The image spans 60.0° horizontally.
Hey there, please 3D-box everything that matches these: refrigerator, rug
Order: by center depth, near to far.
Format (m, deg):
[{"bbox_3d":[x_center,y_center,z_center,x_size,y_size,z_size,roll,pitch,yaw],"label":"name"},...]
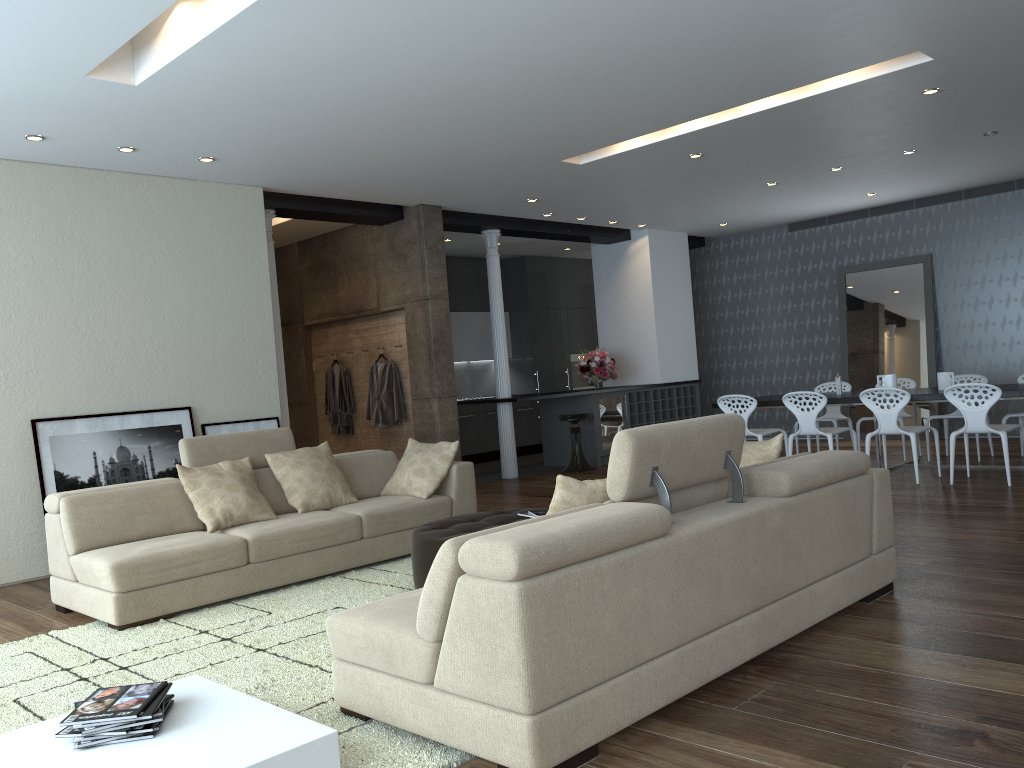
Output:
[{"bbox_3d":[-0.622,1.178,4.341,2.972,0.020,4.231,-4,0,45],"label":"rug"},{"bbox_3d":[1.246,0.486,11.092,0.578,0.774,0.075,-5,0,-41],"label":"refrigerator"}]

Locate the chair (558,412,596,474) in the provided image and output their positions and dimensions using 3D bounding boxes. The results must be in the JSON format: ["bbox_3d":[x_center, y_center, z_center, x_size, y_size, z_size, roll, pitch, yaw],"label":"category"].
[{"bbox_3d":[2.540,0.693,7.592,21.556,0.952,16.134,-4,0,45],"label":"chair"}]

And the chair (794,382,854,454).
[{"bbox_3d":[3.512,0.405,9.902,0.495,0.835,0.581,-4,0,45],"label":"chair"}]

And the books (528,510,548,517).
[{"bbox_3d":[0.225,0.733,5.009,0.220,0.040,0.301,-5,0,-10],"label":"books"}]

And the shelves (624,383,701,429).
[{"bbox_3d":[1.749,0.499,12.207,0.900,0.897,1.700,-4,0,45],"label":"shelves"}]

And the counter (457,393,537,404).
[{"bbox_3d":[-1.167,0.381,12.341,0.807,0.223,3.597,-4,0,45],"label":"counter"}]

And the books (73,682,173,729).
[{"bbox_3d":[-1.193,0.989,2.738,0.220,0.010,0.300,-5,0,-10],"label":"books"}]

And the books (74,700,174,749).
[{"bbox_3d":[-1.188,1.047,2.739,0.220,0.010,0.300,-5,0,-10],"label":"books"}]

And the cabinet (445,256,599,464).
[{"bbox_3d":[0.126,-0.433,13.680,0.827,2.980,7.409,-4,0,45],"label":"cabinet"}]

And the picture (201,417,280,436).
[{"bbox_3d":[-2.182,0.795,7.407,0.195,0.988,0.700,-4,0,45],"label":"picture"}]

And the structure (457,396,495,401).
[{"bbox_3d":[-0.721,0.233,12.739,0.520,0.066,0.900,-4,0,45],"label":"structure"}]

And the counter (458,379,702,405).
[{"bbox_3d":[1.009,0.092,11.496,1.000,0.040,3.700,-4,0,45],"label":"counter"}]

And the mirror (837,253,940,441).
[{"bbox_3d":[4.781,-0.434,11.322,1.200,2.294,0.240,-4,0,45],"label":"mirror"}]

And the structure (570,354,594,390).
[{"bbox_3d":[0.966,-0.173,14.345,0.591,0.596,0.595,-4,0,45],"label":"structure"}]

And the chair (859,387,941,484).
[{"bbox_3d":[3.371,0.429,7.759,0.495,0.835,0.581,-4,0,45],"label":"chair"}]

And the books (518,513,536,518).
[{"bbox_3d":[0.200,0.743,5.004,0.219,0.031,0.300,-5,0,-30],"label":"books"}]

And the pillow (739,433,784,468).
[{"bbox_3d":[1.119,0.464,4.592,0.395,0.393,0.518,-5,0,-42],"label":"pillow"}]

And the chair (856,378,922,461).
[{"bbox_3d":[4.008,0.368,9.406,0.495,0.835,0.581,-4,0,45],"label":"chair"}]

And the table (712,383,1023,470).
[{"bbox_3d":[3.773,0.443,8.651,3.400,0.733,1.200,-4,0,45],"label":"table"}]

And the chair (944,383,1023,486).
[{"bbox_3d":[3.876,0.392,7.282,0.495,0.835,0.581,-4,0,45],"label":"chair"}]

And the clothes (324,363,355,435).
[{"bbox_3d":[-2.036,0.173,10.325,0.141,0.855,0.569,-5,0,-45],"label":"clothes"}]

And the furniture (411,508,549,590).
[{"bbox_3d":[-0.033,0.940,4.981,1.057,0.355,1.057,-5,0,-43],"label":"furniture"}]

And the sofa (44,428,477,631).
[{"bbox_3d":[-1.509,0.773,5.796,1.021,0.950,2.581,-4,0,45],"label":"sofa"}]

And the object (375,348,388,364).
[{"bbox_3d":[-1.424,-0.287,9.684,0.430,0.219,0.010,-4,0,45],"label":"object"}]

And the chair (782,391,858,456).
[{"bbox_3d":[2.856,0.466,8.286,0.495,0.835,0.581,-4,0,45],"label":"chair"}]

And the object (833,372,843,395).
[{"bbox_3d":[3.299,-0.006,8.992,0.076,0.233,0.161,-4,0,26],"label":"object"}]

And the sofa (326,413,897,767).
[{"bbox_3d":[0.572,0.621,3.716,1.021,0.950,2.581,-4,0,45],"label":"sofa"}]

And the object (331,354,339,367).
[{"bbox_3d":[-2.052,-0.241,10.329,0.430,0.219,0.010,-4,0,45],"label":"object"}]

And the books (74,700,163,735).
[{"bbox_3d":[-1.217,1.001,2.734,0.220,0.010,0.300,-5,0,-30],"label":"books"}]

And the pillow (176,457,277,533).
[{"bbox_3d":[-1.780,0.676,5.534,0.368,0.416,0.519,-4,0,40],"label":"pillow"}]

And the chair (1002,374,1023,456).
[{"bbox_3d":[5.001,0.296,8.414,0.495,0.835,0.581,-4,0,45],"label":"chair"}]

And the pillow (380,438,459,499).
[{"bbox_3d":[-0.646,0.593,6.355,0.518,0.393,0.395,-4,0,41],"label":"pillow"}]

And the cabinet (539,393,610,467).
[{"bbox_3d":[0.926,0.569,11.377,0.900,0.897,0.642,-4,0,45],"label":"cabinet"}]

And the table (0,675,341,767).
[{"bbox_3d":[-1.130,1.134,2.559,0.900,0.170,0.900,-4,0,45],"label":"table"}]

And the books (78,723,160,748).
[{"bbox_3d":[-1.214,1.040,2.734,0.220,0.010,0.300,-5,0,-25],"label":"books"}]

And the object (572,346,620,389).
[{"bbox_3d":[1.099,-0.210,11.467,0.544,0.552,0.570,-5,0,-39],"label":"object"}]

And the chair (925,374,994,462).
[{"bbox_3d":[4.504,0.332,8.910,0.495,0.835,0.581,-4,0,45],"label":"chair"}]

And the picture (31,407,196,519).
[{"bbox_3d":[-2.897,0.781,6.675,0.225,1.140,1.183,-4,0,45],"label":"picture"}]

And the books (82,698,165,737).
[{"bbox_3d":[-1.192,1.009,2.739,0.220,0.010,0.300,-5,0,-20],"label":"books"}]

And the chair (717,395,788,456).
[{"bbox_3d":[2.364,0.502,8.784,0.495,0.835,0.581,-4,0,45],"label":"chair"}]

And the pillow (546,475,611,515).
[{"bbox_3d":[0.303,0.524,3.452,0.519,0.416,0.368,-5,0,-41],"label":"pillow"}]

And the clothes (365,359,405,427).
[{"bbox_3d":[-1.411,0.101,9.683,0.700,0.735,0.173,-4,0,43],"label":"clothes"}]

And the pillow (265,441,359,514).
[{"bbox_3d":[-1.351,0.629,5.985,0.301,0.439,0.534,-4,0,41],"label":"pillow"}]

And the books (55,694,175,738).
[{"bbox_3d":[-1.216,1.020,2.734,0.220,0.010,0.300,-4,0,5],"label":"books"}]

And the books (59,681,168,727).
[{"bbox_3d":[-1.219,0.982,2.734,0.220,0.010,0.300,-5,0,-5],"label":"books"}]

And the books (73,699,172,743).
[{"bbox_3d":[-1.190,1.028,2.739,0.220,0.010,0.300,-5,0,-10],"label":"books"}]
